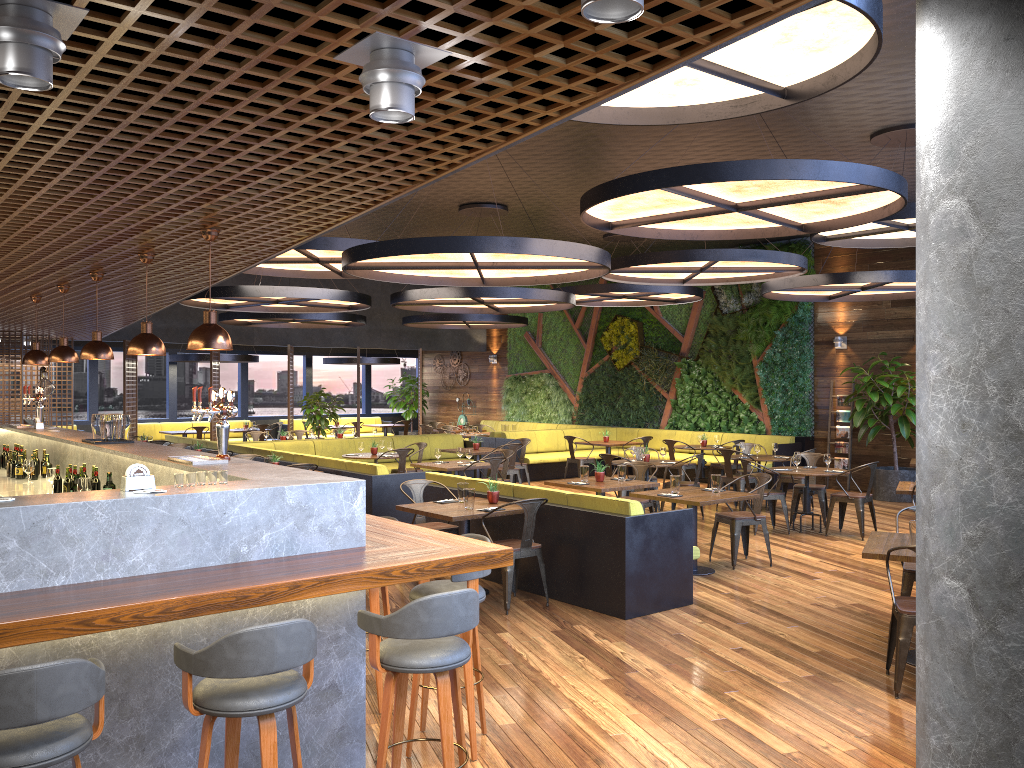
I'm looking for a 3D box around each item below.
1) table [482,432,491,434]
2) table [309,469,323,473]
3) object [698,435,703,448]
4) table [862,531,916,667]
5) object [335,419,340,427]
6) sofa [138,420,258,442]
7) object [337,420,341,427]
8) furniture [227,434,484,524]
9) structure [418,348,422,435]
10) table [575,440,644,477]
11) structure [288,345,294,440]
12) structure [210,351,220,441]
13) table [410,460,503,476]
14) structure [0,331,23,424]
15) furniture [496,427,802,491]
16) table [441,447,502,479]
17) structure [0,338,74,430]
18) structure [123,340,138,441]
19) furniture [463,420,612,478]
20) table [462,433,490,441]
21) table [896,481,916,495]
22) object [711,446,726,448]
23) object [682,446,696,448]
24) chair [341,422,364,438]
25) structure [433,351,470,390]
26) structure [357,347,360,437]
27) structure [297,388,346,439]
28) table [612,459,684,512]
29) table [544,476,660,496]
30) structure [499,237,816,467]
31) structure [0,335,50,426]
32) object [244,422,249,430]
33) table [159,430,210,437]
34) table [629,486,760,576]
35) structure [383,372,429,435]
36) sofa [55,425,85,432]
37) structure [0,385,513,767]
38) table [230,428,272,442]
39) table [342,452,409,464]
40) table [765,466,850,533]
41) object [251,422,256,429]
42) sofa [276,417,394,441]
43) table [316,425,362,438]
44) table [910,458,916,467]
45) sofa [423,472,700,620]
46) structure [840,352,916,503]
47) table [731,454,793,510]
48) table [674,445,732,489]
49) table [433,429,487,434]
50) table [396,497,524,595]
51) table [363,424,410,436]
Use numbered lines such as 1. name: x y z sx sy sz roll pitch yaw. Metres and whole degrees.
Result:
1. table: -0.131 1.457 19.503 0.887 0.763 0.906 0 0 -39
2. table: -2.942 1.457 10.953 0.887 0.763 0.906 0 0 -39
3. object: 3.195 0.974 15.030 0.097 0.206 0.097 0 0 41
4. table: 2.832 1.457 5.883 0.887 0.763 0.906 0 0 26
5. object: -4.423 0.939 22.392 0.238 0.271 0.260 0 0 -17
6. sofa: -7.668 1.381 21.485 3.061 0.914 0.966 0 0 -38
7. object: -4.345 0.985 22.235 0.102 0.178 0.102 0 0 37
8. furniture: -2.320 1.381 14.374 4.895 0.914 7.462 0 0 -43
9. structure: -2.274 0.489 21.896 0.050 2.700 0.852 0 0 -8
10. table: 1.791 1.457 16.372 0.887 0.763 0.906 0 0 -39
11. structure: -4.937 0.489 19.782 0.050 2.700 0.852 0 0 -8
12. structure: -6.268 0.489 18.725 0.050 2.700 0.852 0 0 -8
13. table: -0.749 1.457 11.934 0.906 0.763 0.887 0 0 -39
14. structure: -8.637 0.489 14.374 1.319 2.700 0.050 0 0 -8
15. furniture: 2.405 1.381 16.411 3.372 0.914 4.503 0 0 -38
16. table: -0.559 1.457 14.506 0.887 0.763 0.906 0 0 -39
17. structure: -8.991 0.489 16.755 1.319 2.700 0.050 0 0 -8
18. structure: -7.599 0.489 17.668 0.050 2.700 0.852 0 0 -8
19. furniture: -0.476 1.380 20.043 3.378 0.916 4.755 0 0 -38
20. table: -0.862 1.457 18.923 0.887 0.763 0.906 0 0 -39
21. table: 4.490 1.457 9.209 0.887 0.763 0.906 0 0 26
22. object: 3.473 1.068 14.995 0.157 0.019 0.255 0 0 -39
23. object: 3.023 1.068 15.058 0.255 0.019 0.157 0 0 -40
24. chair: -3.940 1.378 21.875 0.504 0.917 0.541 0 0 -38
25. structure: -1.737 -0.413 24.912 0.058 1.178 1.791 0 0 -38
26. structure: -3.606 0.489 20.839 0.050 2.700 0.852 0 0 -8
27. structure: -4.254 0.958 19.494 0.993 1.763 1.166 0 0 22
28. table: 1.857 1.457 12.205 1.007 0.760 1.007 0 0 39
29. table: 0.984 1.457 9.729 0.887 0.763 0.906 0 0 -39
30. structure: 2.591 -0.458 19.384 0.918 4.593 9.182 0 0 -39
31. structure: -8.814 0.489 15.565 1.319 2.700 0.050 0 0 -8
32. object: -6.209 0.985 20.756 0.102 0.178 0.102 0 0 37
33. table: -7.378 1.457 20.038 0.887 0.763 0.906 0 0 -39
34. table: 1.791 1.457 8.715 0.906 0.763 0.887 0 0 -39
35. structure: -2.884 0.746 25.078 1.493 2.184 1.272 0 0 -38
36. sofa: -10.858 1.381 18.952 3.061 0.914 0.966 0 0 -38
37. structure: -3.941 0.489 6.788 2.700 2.700 9.298 0 0 -38
38. table: -6.283 1.457 20.912 0.906 0.763 0.887 0 0 -39
39. table: -2.066 1.457 13.450 1.007 0.760 1.007 0 0 -1
40. table: 3.684 1.457 11.079 1.007 0.760 1.007 0 0 45
41. object: -6.110 0.985 20.958 0.102 0.178 0.102 0 0 37
42. sofa: -4.700 1.381 23.842 3.061 0.914 0.966 0 0 -38
43. table: -4.403 1.457 22.405 0.906 0.763 0.887 0 0 -39
44. table: 5.984 1.457 12.226 0.887 0.763 0.906 0 0 26
45. sofa: 0.310 1.381 8.403 0.966 0.914 3.061 0 0 -38
46. structure: 5.940 0.659 14.180 1.406 2.359 1.650 0 0 -30
47. table: 3.642 1.457 13.076 1.007 0.760 1.007 0 0 19
48. table: 3.271 1.457 15.243 1.007 0.760 1.007 0 0 19
49. table: -1.223 1.457 20.793 0.887 0.763 0.906 0 0 -39
50. table: -0.404 1.457 7.805 0.906 0.763 0.887 0 0 -39
51. table: -3.306 1.457 23.272 0.887 0.763 0.906 0 0 -39
